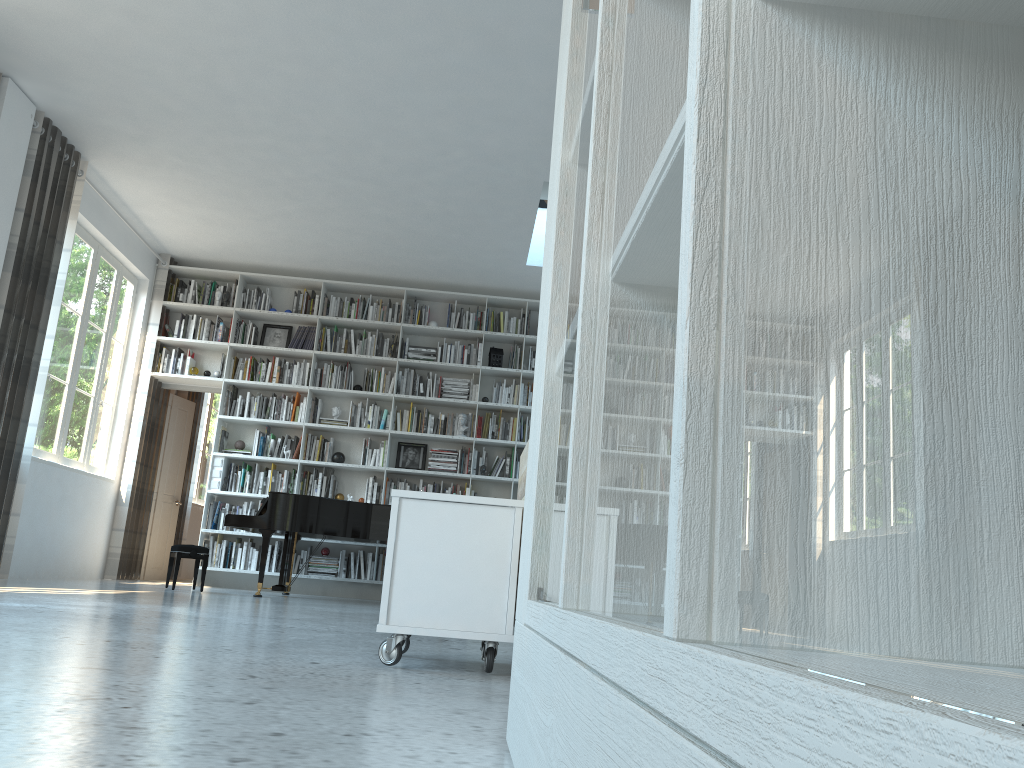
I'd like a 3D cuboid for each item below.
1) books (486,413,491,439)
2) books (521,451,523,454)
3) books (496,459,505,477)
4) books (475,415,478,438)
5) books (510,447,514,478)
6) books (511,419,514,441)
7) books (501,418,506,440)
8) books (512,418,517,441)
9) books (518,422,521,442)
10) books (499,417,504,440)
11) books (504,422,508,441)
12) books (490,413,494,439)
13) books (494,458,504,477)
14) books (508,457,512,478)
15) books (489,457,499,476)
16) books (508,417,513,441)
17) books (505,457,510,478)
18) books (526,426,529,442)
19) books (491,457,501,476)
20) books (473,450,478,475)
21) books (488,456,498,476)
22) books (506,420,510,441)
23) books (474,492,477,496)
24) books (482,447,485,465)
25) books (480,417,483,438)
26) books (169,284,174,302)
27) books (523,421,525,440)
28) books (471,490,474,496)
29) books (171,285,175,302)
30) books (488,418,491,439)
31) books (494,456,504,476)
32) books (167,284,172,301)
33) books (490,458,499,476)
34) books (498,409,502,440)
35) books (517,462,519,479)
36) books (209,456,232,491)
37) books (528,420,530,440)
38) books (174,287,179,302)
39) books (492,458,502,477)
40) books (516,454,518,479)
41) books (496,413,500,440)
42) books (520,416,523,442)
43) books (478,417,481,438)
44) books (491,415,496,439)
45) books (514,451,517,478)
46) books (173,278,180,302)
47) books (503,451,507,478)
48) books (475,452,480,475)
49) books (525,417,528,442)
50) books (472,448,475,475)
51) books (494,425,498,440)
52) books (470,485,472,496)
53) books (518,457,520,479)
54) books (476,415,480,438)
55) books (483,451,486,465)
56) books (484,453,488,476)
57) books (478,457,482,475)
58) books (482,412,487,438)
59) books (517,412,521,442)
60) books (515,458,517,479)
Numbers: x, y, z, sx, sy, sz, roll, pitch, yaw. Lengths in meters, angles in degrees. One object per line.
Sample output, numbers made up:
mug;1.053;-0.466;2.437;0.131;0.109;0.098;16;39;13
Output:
books;-0.245;0.449;9.030;0.035;0.292;0.145;5;-12;-2
books;0.088;0.837;8.962;0.018;0.294;0.178;5;-12;-2
books;-0.123;0.865;8.946;0.091;0.205;0.169;5;-12;-2
books;-0.362;0.458;9.025;0.014;0.253;0.161;5;-12;-2
books;-0.003;0.813;8.956;0.014;0.324;0.183;5;-12;-2
books;0.000;0.495;9.044;0.019;0.247;0.149;5;-12;-2
books;-0.091;0.482;9.003;0.027;0.241;0.189;5;-12;-2
books;0.020;0.487;9.044;0.033;0.268;0.142;5;-12;-2
books;0.073;0.513;9.032;0.015;0.219;0.155;5;-12;-2
books;-0.115;0.480;9.027;0.033;0.252;0.175;5;-12;-2
books;-0.068;0.504;9.008;0.034;0.204;0.181;5;-12;-2
books;-0.208;0.449;9.020;0.019;0.293;0.164;5;-12;-2
books;-0.136;0.861;8.957;0.090;0.214;0.139;5;-12;-2
books;-0.025;0.859;8.948;0.021;0.226;0.148;5;-12;-2
books;-0.190;0.851;8.947;0.088;0.219;0.139;5;-12;-2
books;-0.017;0.482;9.030;0.032;0.266;0.143;5;-12;-2
books;-0.049;0.856;8.935;0.029;0.222;0.171;5;-12;-2
books;0.150;0.533;9.030;0.014;0.192;0.147;5;-12;-2
books;-0.166;0.852;8.954;0.095;0.225;0.144;5;-12;-2
books;-0.372;0.813;8.951;0.024;0.263;0.154;5;-12;-2
books;-0.197;0.843;8.929;0.095;0.227;0.190;5;-12;-2
books;-0.043;0.494;9.032;0.028;0.239;0.145;5;-12;-2
books;-0.374;1.198;8.873;0.030;0.210;0.137;5;-12;-2
books;-0.297;0.796;8.950;0.013;0.306;0.141;5;-12;-2
books;-0.315;0.468;9.038;0.013;0.246;0.177;5;-12;-2
books;-3.481;-0.894;9.121;0.024;0.227;0.130;5;-12;-2
books;0.115;0.507;9.045;0.007;0.243;0.146;5;-12;-2
books;-0.402;1.185;8.871;0.027;0.228;0.141;5;-12;-2
books;-3.457;-0.892;9.112;0.023;0.222;0.151;5;-12;-2
books;-0.227;0.478;9.015;0.015;0.231;0.180;5;-12;-2
books;-0.139;0.846;8.951;0.094;0.238;0.150;5;-12;-2
books;-3.499;-0.896;9.098;0.014;0.218;0.188;5;-12;-2
books;-0.181;0.854;8.932;0.089;0.209;0.176;5;-12;-2
books;-0.129;0.436;9.032;0.021;0.337;0.169;5;-12;-2
books;0.055;0.887;8.955;0.015;0.188;0.168;5;-12;-2
books;-2.872;0.895;8.735;0.106;0.339;0.307;5;-12;-2
books;0.166;0.505;9.042;0.013;0.255;0.145;5;-12;-2
books;-3.421;-0.876;9.104;0.024;0.194;0.167;5;-12;-2
books;-0.155;0.859;8.949;0.090;0.211;0.143;5;-12;-2
books;0.047;0.846;8.953;0.010;0.266;0.158;5;-12;-2
books;-0.143;0.453;9.009;0.019;0.292;0.182;5;-12;-2
books;0.097;0.480;9.030;0.035;0.287;0.192;5;-12;-2
books;-0.330;0.466;9.026;0.014;0.243;0.145;5;-12;-2
books;-0.190;0.464;9.041;0.035;0.277;0.139;5;-12;-2
books;0.024;0.832;8.974;0.014;0.298;0.148;5;-12;-2
books;-3.436;-0.923;9.110;0.014;0.285;0.175;5;-12;-2
books;-0.069;0.828;8.961;0.013;0.285;0.139;5;-12;-2
books;-0.347;0.819;8.947;0.028;0.252;0.143;5;-12;-2
books;0.142;0.485;9.015;0.013;0.278;0.192;5;-12;-2
books;-0.390;0.800;8.952;0.012;0.284;0.160;5;-12;-2
books;-0.169;0.514;9.035;0.030;0.180;0.132;5;-12;-2
books;-0.419;1.156;8.876;0.012;0.284;0.160;5;-12;-2
books;0.070;0.866;8.970;0.011;0.238;0.136;5;-12;-2
books;-0.346;0.459;9.027;0.015;0.254;0.151;5;-12;-2
books;-0.286;0.819;8.955;0.012;0.265;0.157;5;-12;-2
books;-0.264;0.830;8.955;0.035;0.248;0.141;5;-12;-2
books;-0.321;0.847;8.922;0.027;0.191;0.182;5;-12;-2
books;-0.282;0.443;9.018;0.035;0.292;0.145;5;-12;-2
books;0.067;0.461;9.028;0.006;0.318;0.165;5;-12;-2
books;0.035;0.866;8.955;0.012;0.225;0.147;5;-12;-2
